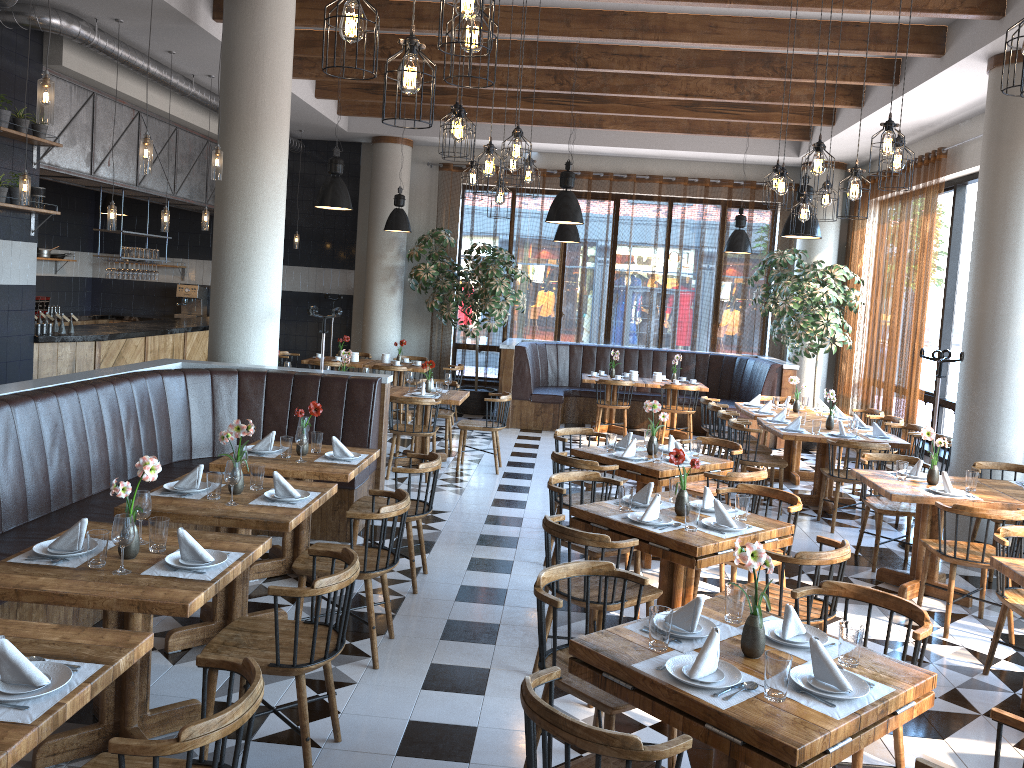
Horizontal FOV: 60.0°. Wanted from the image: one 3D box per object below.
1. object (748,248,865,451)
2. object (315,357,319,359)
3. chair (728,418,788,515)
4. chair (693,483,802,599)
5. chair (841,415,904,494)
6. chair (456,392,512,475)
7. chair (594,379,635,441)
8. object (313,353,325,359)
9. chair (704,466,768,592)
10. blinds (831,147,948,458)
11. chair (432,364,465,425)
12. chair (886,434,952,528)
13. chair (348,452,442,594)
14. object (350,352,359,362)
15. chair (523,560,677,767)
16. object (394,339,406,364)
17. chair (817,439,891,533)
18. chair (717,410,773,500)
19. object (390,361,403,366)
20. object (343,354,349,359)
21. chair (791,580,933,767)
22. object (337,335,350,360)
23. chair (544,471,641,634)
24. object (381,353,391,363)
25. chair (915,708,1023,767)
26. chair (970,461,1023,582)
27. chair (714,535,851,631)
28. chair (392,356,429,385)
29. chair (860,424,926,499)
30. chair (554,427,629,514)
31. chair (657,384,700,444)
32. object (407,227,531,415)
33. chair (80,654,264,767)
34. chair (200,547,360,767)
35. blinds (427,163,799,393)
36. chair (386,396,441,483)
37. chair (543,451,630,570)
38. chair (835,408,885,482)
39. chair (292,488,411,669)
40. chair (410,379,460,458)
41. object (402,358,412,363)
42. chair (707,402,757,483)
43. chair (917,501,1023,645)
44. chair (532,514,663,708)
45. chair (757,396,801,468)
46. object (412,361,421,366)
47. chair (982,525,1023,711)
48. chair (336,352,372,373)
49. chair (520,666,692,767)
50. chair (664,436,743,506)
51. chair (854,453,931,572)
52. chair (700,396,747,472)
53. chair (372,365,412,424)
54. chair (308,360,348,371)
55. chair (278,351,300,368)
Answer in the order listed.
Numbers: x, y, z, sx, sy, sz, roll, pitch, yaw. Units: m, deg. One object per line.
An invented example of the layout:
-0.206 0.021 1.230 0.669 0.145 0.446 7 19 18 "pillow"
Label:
3.881 -0.529 12.309 1.480 2.773 1.759 1 5 -38 "object"
-2.721 -0.361 12.373 0.053 0.025 0.049 3 6 -8 "object"
2.297 0.771 8.387 0.550 0.815 0.521 4 4 4 "chair"
1.379 1.047 5.228 0.549 0.815 0.521 0 6 -41 "chair"
3.888 0.753 9.553 0.550 0.815 0.521 4 4 4 "chair"
-0.301 0.495 9.340 0.550 0.815 0.521 4 4 4 "chair"
1.347 0.336 11.862 0.519 0.815 0.551 4 4 4 "chair"
-2.715 -0.392 12.470 0.175 0.066 0.176 3 6 -5 "object"
1.439 0.957 6.113 0.519 0.815 0.551 0 6 -41 "chair"
4.800 -1.010 11.532 0.155 3.571 3.208 4 5 4 "blinds"
-0.962 0.127 12.373 0.550 0.815 0.521 4 4 4 "chair"
3.802 0.882 8.297 0.550 0.815 0.521 4 4 4 "chair"
-0.749 0.857 5.667 0.550 0.815 0.521 4 4 4 "chair"
-2.204 -0.379 12.379 0.129 0.128 0.130 -1 7 -42 "object"
0.346 1.169 3.434 0.519 0.815 0.551 0 6 -41 "chair"
-1.558 -0.448 12.367 0.156 0.354 0.171 1 5 -38 "object"
3.005 0.879 7.821 0.519 0.815 0.551 4 4 4 "chair"
2.340 0.707 9.014 0.550 0.815 0.521 4 4 4 "chair"
-1.579 -0.282 12.157 0.176 0.066 0.176 6 6 19 "object"
-2.399 -0.394 12.686 0.176 0.066 0.176 6 6 17 "object"
1.253 1.237 3.376 0.549 0.815 0.521 0 6 -41 "chair"
-2.370 -0.511 12.453 0.171 0.354 0.156 3 4 -11 "object"
0.472 0.980 5.286 0.519 0.815 0.551 0 6 -41 "chair"
-1.777 -0.362 12.490 0.129 0.128 0.130 -1 7 -42 "object"
1.192 1.329 2.468 0.519 0.815 0.551 0 6 -41 "chair"
3.772 1.047 6.734 0.519 0.815 0.551 4 4 4 "chair"
1.317 1.140 4.320 0.519 0.815 0.551 0 6 -41 "chair"
-1.518 0.016 13.063 0.519 0.815 0.551 4 4 4 "chair"
3.844 0.819 8.906 0.550 0.815 0.521 4 4 4 "chair"
0.594 0.797 7.079 0.519 0.815 0.551 0 6 -41 "chair"
2.202 0.399 11.808 0.519 0.815 0.551 4 4 4 "chair"
-0.724 -0.931 13.187 1.752 2.773 1.485 3 4 -16 "object"
-0.973 1.194 2.374 0.550 0.815 0.521 4 4 4 "chair"
-0.899 1.082 3.471 0.550 0.815 0.521 4 4 4 "chair"
1.491 -1.474 13.789 5.544 3.572 0.155 4 4 4 "blinds"
-0.976 0.515 8.732 0.519 0.815 0.551 4 4 4 "chair"
0.532 0.890 6.171 0.549 0.815 0.521 0 6 -41 "chair"
3.928 0.693 10.146 0.550 0.815 0.521 4 4 4 "chair"
-0.824 0.970 4.569 0.550 0.815 0.521 4 4 4 "chair"
-0.886 0.379 10.055 0.519 0.815 0.551 4 4 4 "chair"
-1.518 -0.335 12.681 0.176 0.066 0.176 -1 8 -41 "object"
2.384 0.641 9.662 0.550 0.815 0.521 4 4 4 "chair"
2.844 1.118 5.487 0.519 0.815 0.551 4 4 4 "chair"
0.410 1.073 4.378 0.549 0.815 0.521 0 6 -41 "chair"
3.201 0.585 10.697 0.519 0.815 0.551 4 4 4 "chair"
-1.306 -0.284 12.350 0.175 0.066 0.176 3 6 -11 "object"
2.783 1.209 4.595 0.519 0.815 0.551 4 4 4 "chair"
-2.373 -0.048 13.117 0.519 0.815 0.551 4 4 4 "chair"
0.284 1.262 2.526 0.549 0.815 0.521 0 6 -41 "chair"
1.501 0.864 7.021 0.549 0.815 0.521 0 6 -41 "chair"
2.932 0.985 6.787 0.519 0.815 0.551 4 4 4 "chair"
2.423 0.582 10.236 0.550 0.815 0.521 4 4 4 "chair"
-1.607 0.148 11.769 0.519 0.815 0.551 4 4 4 "chair"
-2.462 0.085 11.823 0.519 0.815 0.551 4 4 4 "chair"
-3.085 -0.032 12.521 0.550 0.815 0.521 4 4 4 "chair"
